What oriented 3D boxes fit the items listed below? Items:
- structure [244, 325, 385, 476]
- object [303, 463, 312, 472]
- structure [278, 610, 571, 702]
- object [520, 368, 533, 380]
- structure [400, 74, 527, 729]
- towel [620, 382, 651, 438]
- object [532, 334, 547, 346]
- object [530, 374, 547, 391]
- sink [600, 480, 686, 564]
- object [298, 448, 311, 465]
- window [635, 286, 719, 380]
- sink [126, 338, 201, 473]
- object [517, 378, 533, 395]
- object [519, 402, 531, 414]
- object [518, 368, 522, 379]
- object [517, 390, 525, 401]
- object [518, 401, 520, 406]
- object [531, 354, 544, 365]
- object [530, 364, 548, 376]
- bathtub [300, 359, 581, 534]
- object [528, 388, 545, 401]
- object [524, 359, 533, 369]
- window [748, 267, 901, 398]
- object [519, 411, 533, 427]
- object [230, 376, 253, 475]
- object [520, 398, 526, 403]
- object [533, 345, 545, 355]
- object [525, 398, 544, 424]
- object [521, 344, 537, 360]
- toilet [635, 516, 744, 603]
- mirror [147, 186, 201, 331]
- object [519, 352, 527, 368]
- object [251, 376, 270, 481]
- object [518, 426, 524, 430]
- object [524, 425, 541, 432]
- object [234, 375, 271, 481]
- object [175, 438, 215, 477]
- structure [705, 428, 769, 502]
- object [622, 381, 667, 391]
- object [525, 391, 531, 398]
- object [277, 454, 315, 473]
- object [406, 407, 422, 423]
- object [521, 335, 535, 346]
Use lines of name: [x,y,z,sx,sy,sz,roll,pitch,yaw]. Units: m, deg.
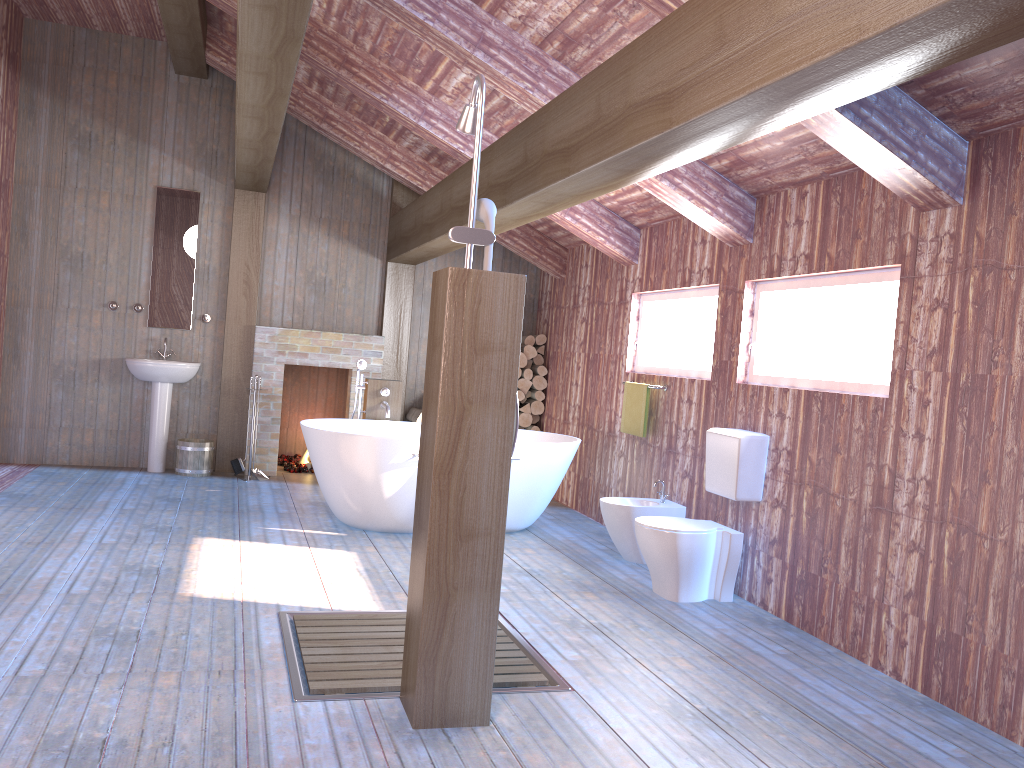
structure: [-1.768,0.184,7.953,1.130,1.330,0.226,4,2,-18]
object: [-1.838,0.772,8.317,0.085,0.084,0.278,6,2,29]
structure: [-0.409,1.095,3.598,1.000,0.067,1.000,4,2,-18]
object: [0.089,-0.102,8.335,0.089,0.106,0.437,4,2,-16]
structure: [-0.137,0.016,3.053,0.328,2.209,0.522,5,2,3]
towel: [0.852,0.173,6.127,0.032,0.361,0.370,4,2,-17]
object: [0.231,-0.415,8.402,0.112,0.113,0.271,4,2,-17]
object: [0.195,-0.025,8.378,0.147,0.152,0.439,4,2,-17]
sink: [0.791,0.853,5.561,0.515,0.517,0.335,4,2,-17]
object: [-1.921,0.654,8.448,0.221,0.306,0.121,5,2,10]
window: [1.125,-0.338,5.946,0.054,0.587,1.255,4,2,-17]
sink: [-2.948,0.180,7.437,0.582,1.143,0.475,4,2,-18]
object: [0.040,0.011,8.357,0.172,0.151,0.482,4,2,-16]
object: [0.066,0.205,8.346,0.115,0.112,0.423,4,2,-17]
object: [-0.046,-0.099,8.295,0.143,0.151,0.440,4,2,-17]
object: [0.008,0.090,8.320,0.102,0.109,0.438,4,2,-17]
object: [0.018,0.175,8.316,0.065,0.069,0.177,4,2,-18]
object: [0.212,-0.234,8.406,0.107,0.115,0.269,4,2,-16]
object: [0.217,-0.137,8.374,0.102,0.109,0.438,4,2,-17]
bathtub: [-0.492,0.437,6.197,1.935,1.109,1.460,5,2,4]
object: [0.195,0.094,8.380,0.102,0.109,0.438,4,2,-17]
object: [0.086,-0.190,8.436,0.132,0.119,0.319,4,2,-16]
window: [1.565,-0.257,4.465,0.054,0.587,1.255,4,2,-17]
object: [0.054,0.321,8.357,0.137,0.133,0.437,4,2,-19]
object: [-2.287,0.348,7.493,0.136,0.846,0.062,3,2,-36]
object: [0.077,0.142,8.333,0.067,0.069,0.177,4,2,-17]
object: [0.223,-0.330,8.420,0.081,0.100,0.281,4,2,-18]
object: [0.168,0.258,8.391,0.137,0.256,0.439,4,2,-17]
object: [0.106,-0.302,8.352,0.133,0.142,0.456,4,2,-16]
toilet: [0.905,0.946,4.779,0.534,0.400,0.375,4,2,-17]
mirror: [-2.896,-1.071,7.602,0.350,1.199,0.009,4,2,-18]
object: [0.003,-0.232,8.303,0.141,0.143,0.437,4,2,-19]
object: [-2.145,0.371,7.526,0.206,0.871,0.126,5,2,25]
object: [0.006,0.432,8.445,0.118,0.106,0.319,4,2,-20]
object: [0.139,0.442,8.405,0.139,0.137,0.455,4,2,-19]
object: [-2.236,0.360,7.564,0.276,0.888,0.333,5,2,24]
object: [-2.689,0.623,7.516,0.309,0.290,0.308,4,2,-7]
structure: [1.213,0.434,4.840,0.182,0.363,0.358,4,2,-17]
object: [0.900,0.009,6.128,0.091,0.043,0.581,4,2,-17]
object: [0.122,0.088,8.404,0.088,0.092,0.280,4,2,-17]
object: [-1.916,0.771,8.618,0.829,0.085,0.935,3,2,-35]
object: [-0.850,0.298,8.072,0.139,0.137,0.455,4,2,-19]
object: [0.128,-0.399,8.369,0.104,0.121,0.270,4,2,-17]
